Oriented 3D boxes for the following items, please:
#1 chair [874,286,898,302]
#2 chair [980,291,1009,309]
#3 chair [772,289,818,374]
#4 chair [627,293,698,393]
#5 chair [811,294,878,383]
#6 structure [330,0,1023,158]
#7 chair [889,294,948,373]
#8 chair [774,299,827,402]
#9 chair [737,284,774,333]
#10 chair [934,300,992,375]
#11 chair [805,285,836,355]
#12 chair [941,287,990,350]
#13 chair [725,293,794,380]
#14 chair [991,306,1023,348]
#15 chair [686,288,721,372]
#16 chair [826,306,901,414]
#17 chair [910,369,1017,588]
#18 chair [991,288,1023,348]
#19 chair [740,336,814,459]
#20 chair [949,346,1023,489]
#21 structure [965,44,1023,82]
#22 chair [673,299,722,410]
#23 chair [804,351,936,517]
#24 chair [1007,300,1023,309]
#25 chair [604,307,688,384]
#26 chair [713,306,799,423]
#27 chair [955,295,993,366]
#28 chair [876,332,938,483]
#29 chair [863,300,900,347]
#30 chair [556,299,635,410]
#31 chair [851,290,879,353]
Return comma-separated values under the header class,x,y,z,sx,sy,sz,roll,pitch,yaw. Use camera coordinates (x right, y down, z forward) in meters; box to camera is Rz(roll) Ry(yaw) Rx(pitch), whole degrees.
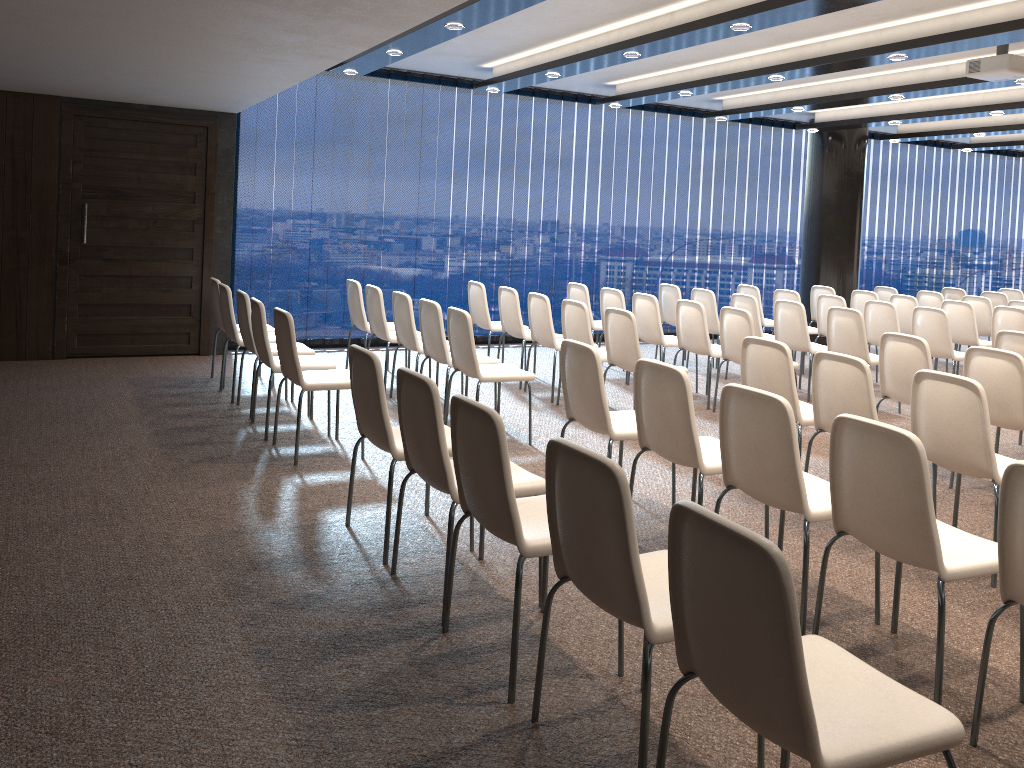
class,x,y,z,sx,sy,sz,roll,pitch,yaw
chair,5.042,-0.828,11.490,0.557,0.894,0.537,1,4,-26
chair,6.458,-0.767,11.525,0.557,0.894,0.537,1,5,-29
chair,3.228,-0.611,9.826,0.557,0.894,0.537,1,5,-29
chair,1.415,-0.401,8.204,0.557,0.894,0.537,1,5,-28
chair,3.532,-0.500,9.298,0.557,0.894,0.537,1,5,-28
structure,5.844,-2.800,8.311,13.147,0.228,8.186,-3,12,-27
chair,4.569,-0.562,9.910,0.557,0.894,0.537,1,4,-26
chair,2.754,-0.340,8.223,0.557,0.894,0.537,1,5,-27
chair,2.957,-0.725,10.378,0.557,0.894,0.537,1,4,-26
chair,4.882,-0.447,9.369,0.557,0.894,0.537,0,5,-29
chair,4.026,-0.777,10.942,0.557,0.894,0.537,1,5,-28
chair,6.207,-0.875,12.054,0.557,0.894,0.537,1,4,-27
chair,2.484,-0.454,8.772,0.557,0.894,0.537,1,4,-26
chair,5.141,-0.335,8.826,0.557,0.894,0.537,1,5,-28
chair,2.186,-0.561,9.280,0.557,0.894,0.537,1,4,-27
chair,3.060,-0.228,7.690,0.557,0.894,0.537,0,5,-29
chair,2.183,0.384,4.121,0.557,0.894,0.537,1,4,-26
chair,7.276,-0.920,12.578,0.557,0.894,0.537,1,5,-28
chair,1.639,0.169,5.150,0.557,0.894,0.537,0,5,-29
chair,2.981,0.227,5.189,0.557,0.894,0.537,1,4,-27
structure,3.933,-2.614,7.020,0.408,0.311,0.388,-1,8,-28
chair,1.725,-0.288,7.670,0.557,0.894,0.537,1,5,-27
chair,1.886,0.276,4.630,0.557,0.894,0.537,1,4,-26
chair,5.886,-0.492,9.874,0.557,0.894,0.537,1,4,-25
chair,0.980,-0.123,6.571,0.557,0.894,0.537,1,5,-28
chair,1.983,-0.177,7.128,0.557,0.894,0.537,1,4,-26
chair,5.623,-0.598,10.386,0.557,0.894,0.537,1,5,-29
chair,2.710,0.113,5.740,0.557,0.894,0.537,1,4,-25
chair,3.809,-0.384,8.741,0.557,0.894,0.537,1,5,-28
chair,0.688,-0.236,7.109,0.557,0.894,0.537,1,5,-28
chair,4.320,-0.663,10.399,0.557,0.894,0.537,0,5,-29
